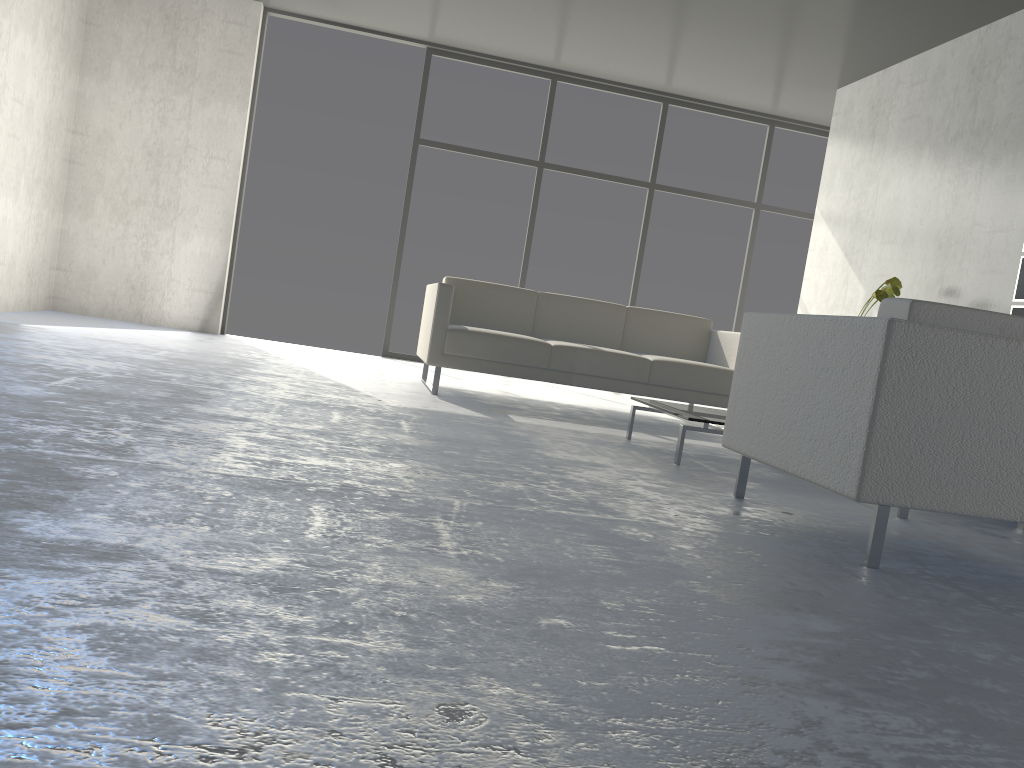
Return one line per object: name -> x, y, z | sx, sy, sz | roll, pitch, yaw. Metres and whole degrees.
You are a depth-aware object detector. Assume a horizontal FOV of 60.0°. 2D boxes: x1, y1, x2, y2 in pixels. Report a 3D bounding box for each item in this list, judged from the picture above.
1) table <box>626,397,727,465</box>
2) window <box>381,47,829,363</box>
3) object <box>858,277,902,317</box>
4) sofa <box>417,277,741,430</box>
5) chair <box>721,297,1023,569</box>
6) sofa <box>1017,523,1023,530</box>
table -> 0.972, 0.240, 3.830 | 0.773, 0.190, 0.730 | 8, 4, -11
window -> 1.119, -1.154, 7.464 | 4.080, 2.477, 0.037 | 8, 4, -11
object -> 1.969, -0.128, 5.107 | 0.387, 1.051, 0.400 | 10, 4, 17
sofa -> 0.422, -0.183, 5.229 | 1.881, 0.658, 0.821 | 8, 4, -11
chair -> 1.129, 0.117, 2.538 | 0.748, 0.662, 0.821 | 8, 4, -11
sofa -> 2.077, 0.160, 4.058 | 0.821, 0.658, 1.881 | 8, 4, -11
